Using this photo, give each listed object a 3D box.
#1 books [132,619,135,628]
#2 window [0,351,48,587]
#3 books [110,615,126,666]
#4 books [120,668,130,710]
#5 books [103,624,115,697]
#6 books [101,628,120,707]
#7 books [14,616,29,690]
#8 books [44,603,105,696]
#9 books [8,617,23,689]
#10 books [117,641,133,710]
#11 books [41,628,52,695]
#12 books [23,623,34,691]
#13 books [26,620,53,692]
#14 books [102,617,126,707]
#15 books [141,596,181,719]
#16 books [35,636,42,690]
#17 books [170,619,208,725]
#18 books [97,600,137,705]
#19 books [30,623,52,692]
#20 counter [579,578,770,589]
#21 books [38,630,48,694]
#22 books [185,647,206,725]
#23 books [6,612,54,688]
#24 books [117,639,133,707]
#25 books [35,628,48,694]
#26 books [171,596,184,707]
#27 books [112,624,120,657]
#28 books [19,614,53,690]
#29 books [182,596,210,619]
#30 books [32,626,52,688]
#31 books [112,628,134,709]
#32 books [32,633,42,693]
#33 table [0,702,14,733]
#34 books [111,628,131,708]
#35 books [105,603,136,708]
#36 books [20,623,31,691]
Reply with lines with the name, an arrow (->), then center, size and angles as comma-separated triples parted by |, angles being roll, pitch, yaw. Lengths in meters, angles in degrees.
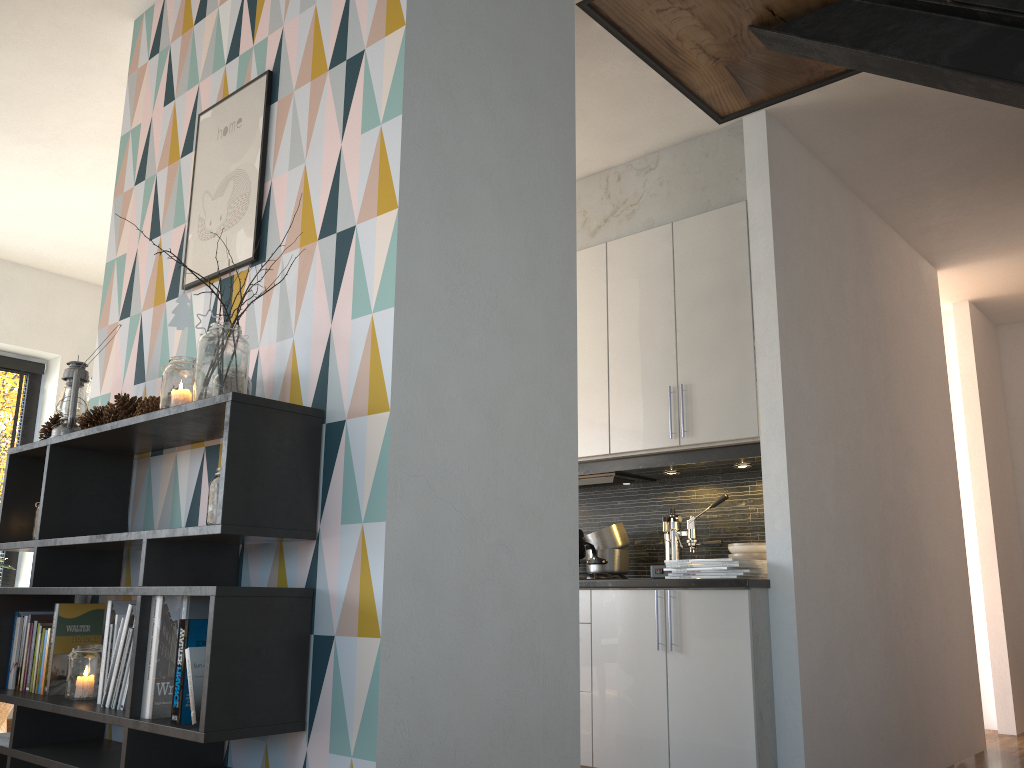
books -> -0.862, 0.665, 2.126 | 0.067, 0.209, 0.136 | -10, -17, 39
window -> -3.539, 0.471, 5.031 | 0.120, 1.583, 1.564 | -10, -17, 39
books -> -0.931, 0.679, 2.194 | 0.010, 0.211, 0.119 | -10, -17, 39
books -> -0.839, 0.667, 2.092 | 0.063, 0.191, 0.125 | -10, -17, 39
books -> -0.943, 0.690, 2.193 | 0.011, 0.189, 0.120 | -10, -17, 39
books -> -0.913, 0.683, 2.146 | 0.058, 0.184, 0.120 | -10, -17, 39
books -> -1.338, 0.763, 2.527 | 0.032, 0.199, 0.123 | -10, -17, 39
books -> -1.184, 0.715, 2.402 | 0.030, 0.235, 0.127 | -10, -17, 39
books -> -1.361, 0.769, 2.543 | 0.025, 0.194, 0.126 | -10, -17, 39
books -> -0.853, 0.670, 2.094 | 0.058, 0.184, 0.120 | -10, -17, 39
books -> -1.212, 0.748, 2.399 | 0.012, 0.170, 0.097 | -10, -17, 39
books -> -1.300, 0.763, 2.489 | 0.015, 0.180, 0.116 | -10, -17, 39
books -> -1.282, 0.759, 2.482 | 0.021, 0.187, 0.121 | -10, -17, 39
books -> -0.904, 0.668, 2.138 | 0.063, 0.206, 0.119 | -10, -17, 39
books -> -0.735, 0.605, 1.991 | 0.048, 0.264, 0.161 | -10, -17, 39
books -> -1.247, 0.763, 2.433 | 0.013, 0.155, 0.100 | -10, -17, 39
books -> -0.655, 0.612, 1.898 | 0.038, 0.211, 0.129 | -10, -17, 39
books -> -0.959, 0.668, 2.221 | 0.021, 0.245, 0.131 | -10, -17, 39
books -> -1.269, 0.759, 2.469 | 0.015, 0.180, 0.116 | -10, -17, 39
counter -> -0.554, 1.168, 4.774 | 4.255, 0.192, 0.623 | -11, -18, 39
books -> -1.226, 0.753, 2.410 | 0.022, 0.164, 0.096 | -10, -17, 39
books -> -0.625, 0.625, 1.848 | 0.067, 0.148, 0.098 | -10, -17, 40
books -> -1.380, 0.766, 2.566 | 0.030, 0.209, 0.127 | -10, -17, 39
books -> -0.854, 0.661, 2.104 | 0.063, 0.206, 0.119 | -10, -17, 39
books -> -1.236, 0.755, 2.426 | 0.014, 0.169, 0.109 | -10, -17, 39
books -> -0.677, 0.604, 2.001 | 0.026, 0.270, 0.165 | -10, -17, 39
books -> -0.926, 0.688, 2.181 | 0.011, 0.188, 0.120 | -10, -17, 39
books -> -1.319, 0.758, 2.513 | 0.014, 0.202, 0.115 | -10, -17, 39
books -> -0.653, 0.597, 1.947 | 0.015, 0.263, 0.167 | -10, -17, 39
books -> -1.264, 0.758, 2.454 | 0.012, 0.174, 0.099 | -10, -17, 39
books -> -0.868, 0.673, 2.105 | 0.058, 0.185, 0.120 | -10, -17, 39
books -> -1.258, 0.765, 2.440 | 0.013, 0.155, 0.100 | -10, -17, 39
table -> -2.969, 1.176, 3.269 | 1.237, 0.760, 1.860 | -11, -18, 40
books -> -0.880, 0.677, 2.124 | 0.058, 0.184, 0.120 | -10, -17, 39
books -> -0.885, 0.651, 2.134 | 0.081, 0.241, 0.131 | -10, -17, 40
books -> -1.312, 0.765, 2.497 | 0.015, 0.180, 0.116 | -10, -17, 39
